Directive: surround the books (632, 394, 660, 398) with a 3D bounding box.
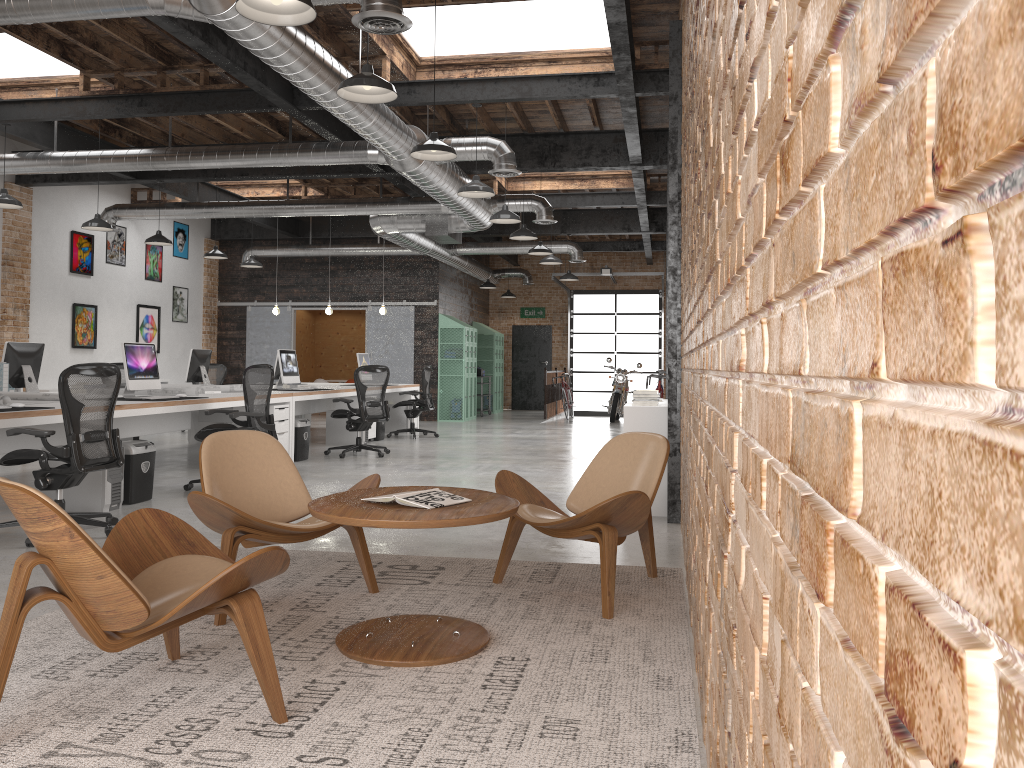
[{"bbox_3d":[1.063,0.090,7.003,0.212,0.023,0.258,1,1,10],"label":"books"}]

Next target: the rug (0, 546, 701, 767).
[{"bbox_3d":[-0.673,1.010,3.556,2.729,0.004,2.995,1,1,10],"label":"rug"}]

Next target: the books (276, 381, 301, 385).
[{"bbox_3d":[-2.895,-0.015,11.479,0.193,0.044,0.257,1,1,27],"label":"books"}]

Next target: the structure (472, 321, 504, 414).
[{"bbox_3d":[-0.543,-0.391,20.684,0.556,2.103,1.116,0,-1,10],"label":"structure"}]

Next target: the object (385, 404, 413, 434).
[{"bbox_3d":[-1.875,0.554,14.173,0.541,0.455,0.221,1,-1,10],"label":"object"}]

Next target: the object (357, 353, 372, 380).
[{"bbox_3d":[-2.280,-0.229,13.536,0.189,0.486,0.483,0,0,10],"label":"object"}]

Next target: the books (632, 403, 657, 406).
[{"bbox_3d":[1.010,0.155,6.733,0.187,0.014,0.253,1,1,10],"label":"books"}]

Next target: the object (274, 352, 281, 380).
[{"bbox_3d":[-3.482,-0.240,13.523,0.189,0.486,0.483,0,0,10],"label":"object"}]

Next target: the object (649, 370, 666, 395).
[{"bbox_3d":[2.640,0.263,16.045,0.401,1.041,1.736,0,0,4],"label":"object"}]

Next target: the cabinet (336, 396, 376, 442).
[{"bbox_3d":[-2.182,0.490,12.391,0.460,0.649,0.387,0,-1,10],"label":"cabinet"}]

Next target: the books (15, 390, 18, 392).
[{"bbox_3d":[-6.825,0.205,12.001,0.232,0.261,0.062,0,-2,10],"label":"books"}]

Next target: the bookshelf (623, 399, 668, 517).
[{"bbox_3d":[1.146,0.552,7.235,0.400,0.801,1.543,0,1,10],"label":"bookshelf"}]

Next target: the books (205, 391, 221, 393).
[{"bbox_3d":[-3.235,0.086,9.368,0.200,0.024,0.235,2,2,43],"label":"books"}]

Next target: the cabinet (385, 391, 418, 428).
[{"bbox_3d":[-1.820,0.450,14.501,0.460,0.649,0.387,0,-1,10],"label":"cabinet"}]

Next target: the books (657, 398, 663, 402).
[{"bbox_3d":[1.190,0.136,7.514,0.174,0.021,0.273,1,1,10],"label":"books"}]

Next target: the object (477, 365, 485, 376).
[{"bbox_3d":[-0.749,-0.272,19.112,0.309,0.263,0.459,1,0,10],"label":"object"}]

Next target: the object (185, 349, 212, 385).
[{"bbox_3d":[-3.899,-0.194,11.092,0.189,0.486,0.483,0,0,10],"label":"object"}]

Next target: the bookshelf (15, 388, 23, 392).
[{"bbox_3d":[-6.981,0.391,11.311,0.400,0.801,1.543,0,1,10],"label":"bookshelf"}]

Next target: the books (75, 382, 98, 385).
[{"bbox_3d":[-4.314,-0.008,9.000,0.153,0.030,0.185,1,1,8],"label":"books"}]

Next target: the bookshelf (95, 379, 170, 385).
[{"bbox_3d":[-6.369,0.324,14.882,0.400,0.801,1.543,0,1,10],"label":"bookshelf"}]

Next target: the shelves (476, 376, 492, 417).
[{"bbox_3d":[-0.789,0.258,19.123,0.567,0.856,0.984,0,0,10],"label":"shelves"}]

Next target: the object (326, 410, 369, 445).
[{"bbox_3d":[-2.237,0.594,12.064,0.541,0.455,0.221,1,-1,10],"label":"object"}]

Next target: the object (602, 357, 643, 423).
[{"bbox_3d":[2.274,0.124,18.592,0.813,1.361,2.175,1,0,-2],"label":"object"}]

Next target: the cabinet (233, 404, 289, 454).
[{"bbox_3d":[-2.683,0.546,9.472,0.460,0.649,0.387,0,-1,10],"label":"cabinet"}]

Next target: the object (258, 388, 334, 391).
[{"bbox_3d":[-2.637,0.070,10.794,0.687,0.008,0.848,1,1,10],"label":"object"}]

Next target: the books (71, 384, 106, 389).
[{"bbox_3d":[-4.299,0.023,8.995,0.193,0.044,0.257,1,1,27],"label":"books"}]

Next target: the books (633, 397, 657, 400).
[{"bbox_3d":[1.056,0.113,7.012,0.191,0.023,0.242,1,1,8],"label":"books"}]

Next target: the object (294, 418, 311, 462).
[{"bbox_3d":[-2.444,0.628,10.007,0.250,0.466,0.338,0,-1,10],"label":"object"}]

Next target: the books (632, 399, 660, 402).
[{"bbox_3d":[1.019,0.128,6.735,0.202,0.012,0.251,1,1,11],"label":"books"}]

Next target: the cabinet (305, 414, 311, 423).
[{"bbox_3d":[-3.646,0.427,14.804,0.460,0.649,0.387,0,-1,10],"label":"cabinet"}]

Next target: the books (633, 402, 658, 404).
[{"bbox_3d":[1.012,0.141,6.738,0.187,0.014,0.248,1,1,8],"label":"books"}]

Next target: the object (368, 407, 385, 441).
[{"bbox_3d":[-1.972,0.576,12.756,0.250,0.466,0.338,0,-1,10],"label":"object"}]

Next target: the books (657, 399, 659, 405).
[{"bbox_3d":[1.061,0.140,7.002,0.191,0.032,0.258,1,1,12],"label":"books"}]

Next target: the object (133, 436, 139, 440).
[{"bbox_3d":[-4.525,0.603,10.298,0.250,0.466,0.338,0,-1,10],"label":"object"}]

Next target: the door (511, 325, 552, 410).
[{"bbox_3d":[0.493,-0.407,21.938,0.998,2.102,0.218,0,-2,10],"label":"door"}]

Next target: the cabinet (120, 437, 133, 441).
[{"bbox_3d":[-4.507,0.522,9.786,0.460,0.649,0.387,0,-1,10],"label":"cabinet"}]

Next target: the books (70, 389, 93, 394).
[{"bbox_3d":[-4.324,0.070,8.983,0.200,0.050,0.271,1,1,7],"label":"books"}]

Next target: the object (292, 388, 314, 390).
[{"bbox_3d":[-2.535,0.059,10.740,0.118,0.017,0.438,1,1,10],"label":"object"}]

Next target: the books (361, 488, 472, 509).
[{"bbox_3d":[-0.372,0.437,3.455,0.350,0.035,0.256,1,1,35],"label":"books"}]

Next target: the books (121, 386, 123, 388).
[{"bbox_3d":[-6.413,0.162,14.318,0.232,0.261,0.062,0,-2,10],"label":"books"}]

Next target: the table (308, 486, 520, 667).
[{"bbox_3d":[-0.385,0.732,3.485,0.826,0.571,0.826,1,0,-2],"label":"table"}]

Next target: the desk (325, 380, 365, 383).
[{"bbox_3d":[-3.182,0.288,19.718,1.999,0.732,0.997,1,0,10],"label":"desk"}]

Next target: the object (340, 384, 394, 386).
[{"bbox_3d":[-2.169,0.018,13.520,0.687,0.008,0.848,1,1,9],"label":"object"}]

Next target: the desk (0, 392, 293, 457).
[{"bbox_3d":[-3.980,0.516,7.376,2.312,0.770,5.107,1,1,10],"label":"desk"}]

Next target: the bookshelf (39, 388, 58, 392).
[{"bbox_3d":[-6.632,0.410,13.345,0.400,0.685,1.543,0,1,10],"label":"bookshelf"}]

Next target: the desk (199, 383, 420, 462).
[{"bbox_3d":[-3.115,0.420,12.419,2.312,0.770,5.107,1,1,10],"label":"desk"}]

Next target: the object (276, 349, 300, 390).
[{"bbox_3d":[-2.747,-0.177,10.810,0.189,0.486,0.483,0,0,10],"label":"object"}]

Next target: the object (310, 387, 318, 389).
[{"bbox_3d":[-2.472,0.047,11.061,0.106,0.028,0.059,1,1,9],"label":"object"}]

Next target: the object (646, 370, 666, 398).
[{"bbox_3d":[2.203,0.311,13.499,0.401,1.041,1.736,0,0,4],"label":"object"}]

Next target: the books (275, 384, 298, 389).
[{"bbox_3d":[-2.921,0.032,11.467,0.200,0.050,0.271,1,1,7],"label":"books"}]

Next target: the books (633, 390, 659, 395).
[{"bbox_3d":[1.062,0.065,7.013,0.190,0.028,0.239,1,1,12],"label":"books"}]

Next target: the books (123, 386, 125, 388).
[{"bbox_3d":[-6.402,0.160,14.382,0.232,0.261,0.062,0,-2,10],"label":"books"}]

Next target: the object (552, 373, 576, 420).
[{"bbox_3d":[1.209,0.271,19.678,0.410,1.034,1.733,0,0,16],"label":"object"}]

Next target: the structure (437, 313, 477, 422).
[{"bbox_3d":[-1.062,-0.334,17.657,0.556,2.103,1.116,0,-1,10],"label":"structure"}]
